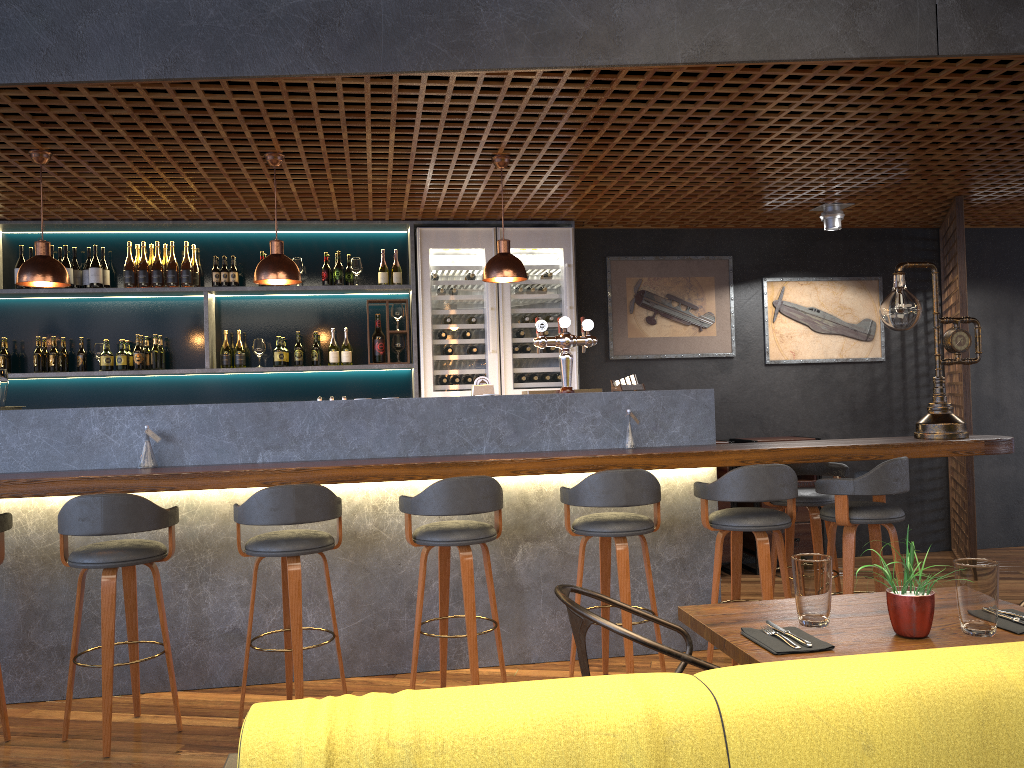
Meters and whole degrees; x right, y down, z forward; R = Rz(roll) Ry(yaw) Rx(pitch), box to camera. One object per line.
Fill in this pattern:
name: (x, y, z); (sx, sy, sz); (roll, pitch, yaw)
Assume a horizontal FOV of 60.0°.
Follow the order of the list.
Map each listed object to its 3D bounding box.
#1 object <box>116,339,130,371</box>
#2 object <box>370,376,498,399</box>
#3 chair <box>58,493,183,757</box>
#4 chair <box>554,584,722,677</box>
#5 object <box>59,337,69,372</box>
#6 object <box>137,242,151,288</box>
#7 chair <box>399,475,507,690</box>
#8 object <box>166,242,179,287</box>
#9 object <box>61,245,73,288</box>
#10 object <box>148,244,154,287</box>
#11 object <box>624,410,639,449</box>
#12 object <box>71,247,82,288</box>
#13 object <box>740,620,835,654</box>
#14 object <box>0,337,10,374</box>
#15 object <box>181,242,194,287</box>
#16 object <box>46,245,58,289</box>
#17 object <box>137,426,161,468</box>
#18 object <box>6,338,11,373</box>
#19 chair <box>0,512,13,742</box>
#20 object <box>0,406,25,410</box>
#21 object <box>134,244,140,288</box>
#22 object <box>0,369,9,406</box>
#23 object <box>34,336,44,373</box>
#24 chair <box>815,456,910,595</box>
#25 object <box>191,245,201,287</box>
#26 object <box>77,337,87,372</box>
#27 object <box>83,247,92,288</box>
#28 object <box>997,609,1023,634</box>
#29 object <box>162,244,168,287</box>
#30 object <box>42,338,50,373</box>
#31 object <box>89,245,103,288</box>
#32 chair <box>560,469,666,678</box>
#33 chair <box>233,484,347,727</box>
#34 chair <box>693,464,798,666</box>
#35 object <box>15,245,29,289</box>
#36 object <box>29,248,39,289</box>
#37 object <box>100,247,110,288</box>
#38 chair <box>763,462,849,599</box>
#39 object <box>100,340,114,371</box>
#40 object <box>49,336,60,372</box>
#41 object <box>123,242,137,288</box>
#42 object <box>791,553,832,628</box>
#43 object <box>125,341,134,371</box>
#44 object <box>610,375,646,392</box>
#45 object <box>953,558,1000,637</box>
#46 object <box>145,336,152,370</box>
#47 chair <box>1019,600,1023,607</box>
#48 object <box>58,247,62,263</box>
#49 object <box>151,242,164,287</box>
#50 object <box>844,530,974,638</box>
object: (-2.751, -0.202, 6.265); (0.088, 0.224, 0.088); (-2, -1, 6)
object: (-0.453, 0.018, 4.714); (0.766, 0.106, 0.200); (-2, -1, -9)
chair: (-1.685, 0.972, 3.786); (0.483, 1.048, 0.438); (-2, -1, 20)
chair: (0.390, 0.946, 2.141); (0.541, 0.917, 0.504); (-2, -1, -8)
object: (-3.173, -0.203, 6.278); (0.063, 0.254, 0.063); (-1, -1, -37)
object: (-2.602, -0.839, 6.267); (0.084, 0.330, 0.084); (-2, -1, -2)
chair: (-0.271, 0.933, 4.066); (0.483, 1.048, 0.438); (-2, -1, 5)
object: (-2.408, -0.845, 6.292); (0.084, 0.330, 0.084); (-2, -1, -2)
object: (-3.115, -0.814, 6.196); (0.086, 0.310, 0.085); (-2, -1, 18)
object: (-2.581, -0.839, 6.358); (0.084, 0.330, 0.084); (-2, -1, -2)
object: (0.622, 0.236, 4.668); (0.069, 0.203, 0.114); (-2, -1, 26)
object: (-3.101, -0.813, 6.293); (0.086, 0.310, 0.085); (-2, -1, 2)
object: (0.672, 0.626, 2.212); (0.157, 0.019, 0.255); (-2, -1, -9)
object: (-3.518, -0.195, 6.144); (0.063, 0.254, 0.063); (-2, -1, 33)
object: (-2.313, -0.848, 6.309); (0.084, 0.330, 0.084); (-2, -1, -2)
object: (-3.207, -0.812, 6.184); (0.086, 0.310, 0.085); (-2, -1, 25)
object: (-1.756, 0.303, 4.295); (0.114, 0.203, 0.069); (-1, -1, -20)
object: (-3.552, -0.193, 6.222); (0.063, 0.254, 0.063); (-1, -1, -37)
chair: (-2.369, 0.992, 3.736); (0.483, 1.048, 0.438); (-1, -1, -37)
object: (-2.717, 0.127, 4.439); (0.437, 0.019, 0.273); (-2, -1, -9)
object: (-2.675, -0.836, 6.346); (0.084, 0.330, 0.084); (-2, -1, -2)
object: (-2.611, 0.030, 4.493); (0.105, 0.209, 0.105); (-2, -1, 26)
object: (-3.282, -0.202, 6.150); (0.063, 0.254, 0.063); (-1, -1, -37)
chair: (1.700, 0.876, 4.319); (0.483, 1.048, 0.438); (-1, -1, -17)
object: (-2.306, -0.846, 6.436); (0.084, 0.330, 0.084); (-2, -1, -2)
object: (-3.057, -0.206, 6.304); (0.063, 0.254, 0.063); (-3, -1, 39)
object: (-3.009, -0.816, 6.313); (0.086, 0.310, 0.085); (-2, -1, 18)
object: (1.307, 0.607, 2.277); (0.157, 0.019, 0.255); (-2, -1, -9)
object: (-2.488, -0.841, 6.374); (0.084, 0.330, 0.084); (-2, -1, -2)
object: (-3.297, -0.200, 6.259); (0.063, 0.254, 0.063); (-1, -1, -22)
object: (-2.923, -0.820, 6.228); (0.086, 0.310, 0.085); (-2, -1, 25)
chair: (0.496, 0.911, 4.190); (0.483, 1.048, 0.438); (-1, -1, -37)
chair: (-0.965, 0.952, 3.938); (0.438, 1.048, 0.483); (-3, -1, 42)
chair: (1.120, 0.892, 4.219); (0.483, 1.048, 0.438); (-2, -1, 20)
object: (-3.400, -0.806, 6.150); (0.086, 0.310, 0.085); (-2, -1, 18)
object: (-3.386, -0.805, 6.248); (0.086, 0.310, 0.085); (-2, -1, 6)
object: (-2.915, -0.818, 6.325); (0.086, 0.310, 0.085); (-2, -1, 32)
chair: (1.634, 0.889, 5.004); (0.483, 1.048, 0.438); (-1, -1, -37)
object: (-2.856, -0.199, 6.249); (0.088, 0.224, 0.088); (-1, -1, -39)
object: (-3.183, -0.205, 6.165); (0.063, 0.254, 0.063); (-2, -1, 28)
object: (-2.694, -0.837, 6.251); (0.084, 0.330, 0.084); (-2, -1, -2)
object: (0.792, 0.544, 2.334); (0.102, 0.178, 0.102); (-2, -1, 27)
object: (-2.767, -0.199, 6.377); (0.088, 0.224, 0.088); (-2, -1, -14)
object: (0.636, -0.006, 4.862); (0.177, 0.091, 0.091); (-1, -1, -34)
object: (1.156, 0.531, 2.203); (0.102, 0.178, 0.102); (-1, -1, -23)
object: (-2.635, -0.218, 6.404); (0.063, 0.254, 0.063); (-2, -1, 18)
chair: (1.620, 0.911, 2.331); (0.541, 0.917, 0.504); (-2, -1, -8)
object: (-3.198, -0.810, 6.282); (0.086, 0.310, 0.085); (-2, -1, 32)
object: (-2.510, -0.842, 6.280); (0.084, 0.330, 0.084); (-2, -1, -2)
object: (0.984, 0.490, 2.221); (0.260, 0.271, 0.238); (-2, -1, 13)
